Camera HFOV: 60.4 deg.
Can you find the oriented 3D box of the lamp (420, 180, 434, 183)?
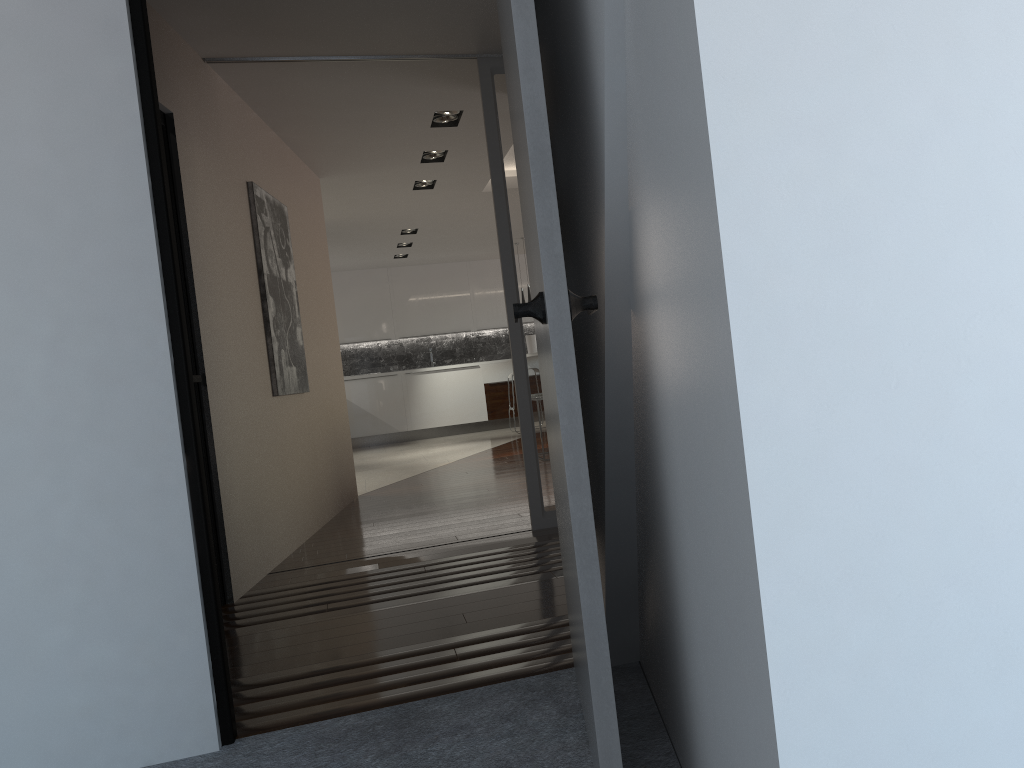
[{"bbox_3d":[-0.738,-1.745,7.434,0.180,0.077,0.174,-7,1,-7],"label":"lamp"}]

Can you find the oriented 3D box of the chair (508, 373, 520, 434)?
[{"bbox_3d":[0.177,0.235,11.698,0.442,0.800,0.409,-7,1,-13],"label":"chair"}]

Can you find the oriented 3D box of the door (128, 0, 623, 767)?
[{"bbox_3d":[-0.288,-0.189,1.921,1.028,2.093,0.953,-7,1,-13],"label":"door"}]

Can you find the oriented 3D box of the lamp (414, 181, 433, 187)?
[{"bbox_3d":[-0.769,-1.744,7.607,0.167,0.077,0.186,-6,1,42],"label":"lamp"}]

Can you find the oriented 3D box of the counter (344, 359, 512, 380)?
[{"bbox_3d":[-1.194,-0.194,11.795,4.140,0.041,2.620,-7,1,-14],"label":"counter"}]

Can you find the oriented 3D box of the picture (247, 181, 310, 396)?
[{"bbox_3d":[-1.348,-0.520,5.128,0.029,1.165,0.747,-7,1,0],"label":"picture"}]

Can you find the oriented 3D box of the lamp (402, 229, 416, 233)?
[{"bbox_3d":[-1.166,-1.740,9.884,0.185,0.077,0.168,-7,1,-30],"label":"lamp"}]

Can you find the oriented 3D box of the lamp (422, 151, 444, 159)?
[{"bbox_3d":[-0.604,-1.746,6.672,0.183,0.077,0.171,-7,1,-18],"label":"lamp"}]

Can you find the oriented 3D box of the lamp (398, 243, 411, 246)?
[{"bbox_3d":[-1.330,-1.737,10.816,0.185,0.077,0.168,-7,1,-30],"label":"lamp"}]

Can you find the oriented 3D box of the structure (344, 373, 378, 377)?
[{"bbox_3d":[-2.187,-0.120,12.515,0.640,0.011,0.552,-7,1,-13],"label":"structure"}]

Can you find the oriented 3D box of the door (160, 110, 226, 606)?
[{"bbox_3d":[-1.374,-0.088,3.229,0.155,2.093,0.994,-7,1,0],"label":"door"}]

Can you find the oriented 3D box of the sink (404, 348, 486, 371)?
[{"bbox_3d":[-0.992,-0.280,12.849,1.185,0.520,0.495,-7,1,-15],"label":"sink"}]

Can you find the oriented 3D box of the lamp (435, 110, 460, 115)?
[{"bbox_3d":[-0.411,-1.749,5.575,0.180,0.077,0.174,-7,1,-7],"label":"lamp"}]

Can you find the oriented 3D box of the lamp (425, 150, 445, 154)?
[{"bbox_3d":[-0.573,-1.747,6.499,0.180,0.077,0.174,-7,1,-7],"label":"lamp"}]

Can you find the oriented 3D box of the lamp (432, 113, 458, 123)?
[{"bbox_3d":[-0.442,-1.748,5.748,0.183,0.077,0.171,-7,1,-18],"label":"lamp"}]

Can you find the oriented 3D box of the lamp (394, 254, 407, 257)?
[{"bbox_3d":[-1.492,-1.736,11.745,0.187,0.077,0.167,-7,1,-42],"label":"lamp"}]

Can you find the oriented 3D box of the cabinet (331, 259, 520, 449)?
[{"bbox_3d":[0.344,-0.634,11.342,7.110,2.501,4.328,-7,1,-14],"label":"cabinet"}]
